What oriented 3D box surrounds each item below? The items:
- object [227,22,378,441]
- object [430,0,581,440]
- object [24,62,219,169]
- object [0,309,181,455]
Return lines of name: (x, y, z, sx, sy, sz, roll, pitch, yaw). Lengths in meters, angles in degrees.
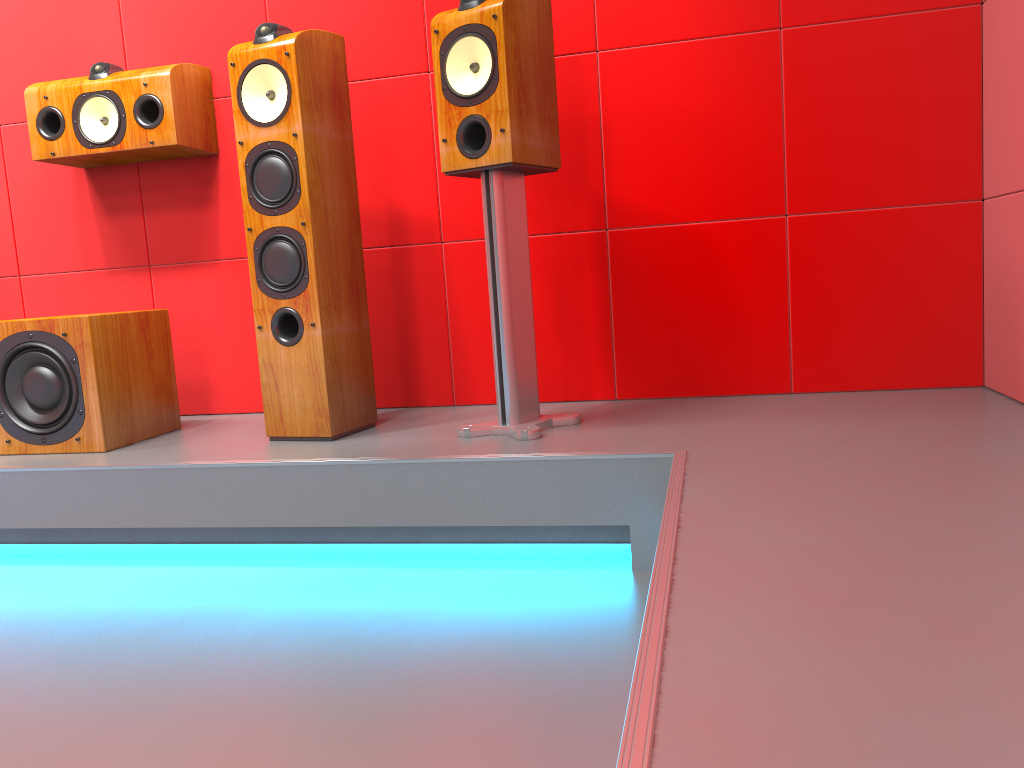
object: (-0.545, -0.388, 2.330, 0.203, 1.052, 0.238, -1, 7, 23)
object: (-0.015, -0.409, 2.185, 0.231, 1.058, 0.265, 0, 8, 33)
object: (-1.198, -0.834, 2.723, 0.493, 0.271, 0.235, -2, 7, 13)
object: (-1.215, -0.013, 2.503, 0.360, 0.360, 0.360, -2, 7, 13)
